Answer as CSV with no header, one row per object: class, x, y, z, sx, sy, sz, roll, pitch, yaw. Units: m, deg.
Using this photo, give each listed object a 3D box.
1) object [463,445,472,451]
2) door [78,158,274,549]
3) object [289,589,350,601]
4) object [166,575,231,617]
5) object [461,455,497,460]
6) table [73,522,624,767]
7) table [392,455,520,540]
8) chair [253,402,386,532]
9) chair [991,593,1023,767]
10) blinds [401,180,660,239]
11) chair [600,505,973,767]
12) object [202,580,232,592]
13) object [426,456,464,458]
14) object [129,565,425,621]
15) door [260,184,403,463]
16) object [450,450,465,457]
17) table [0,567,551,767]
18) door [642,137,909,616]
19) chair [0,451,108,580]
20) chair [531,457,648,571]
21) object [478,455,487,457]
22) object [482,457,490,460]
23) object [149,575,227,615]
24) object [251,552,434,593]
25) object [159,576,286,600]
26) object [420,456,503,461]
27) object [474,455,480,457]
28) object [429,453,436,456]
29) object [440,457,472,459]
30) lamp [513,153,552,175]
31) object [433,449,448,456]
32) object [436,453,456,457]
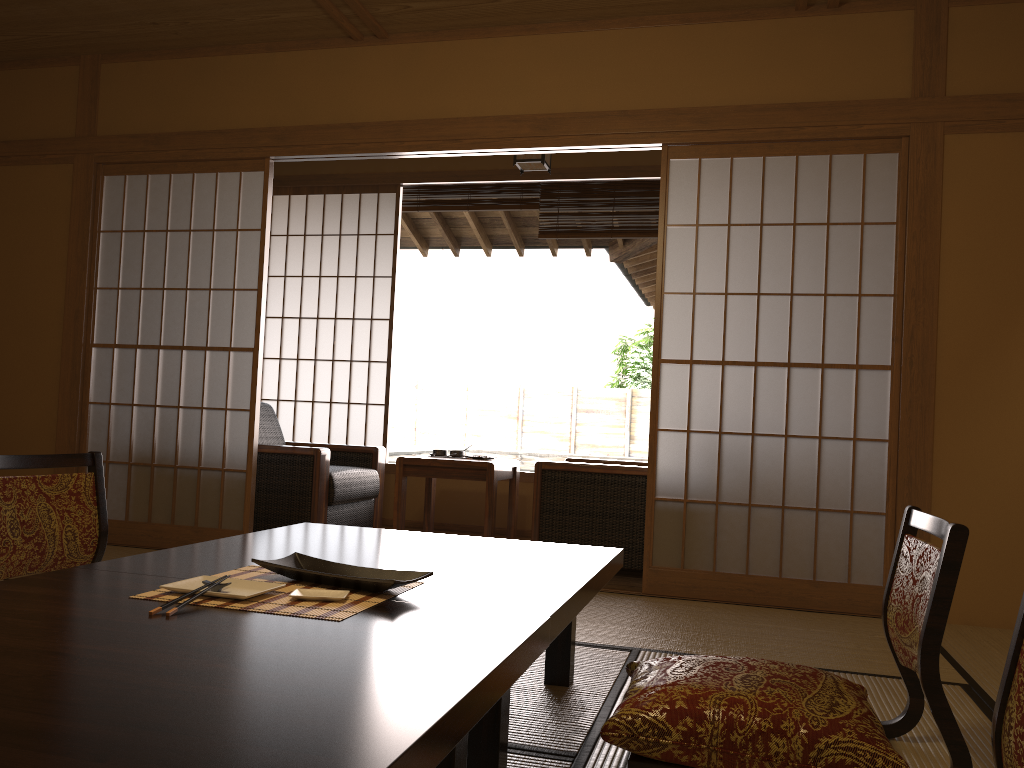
object,-0.281,0.370,4.965,0.117,0.068,0.038,4,-2,-20
door,-1.703,-0.152,4.442,0.992,1.933,0.040,2,-2,15
object,-0.347,0.383,1.598,0.099,0.012,0.067,3,-3,-2
object,-0.534,0.361,1.524,0.006,0.030,0.229,3,-3,6
object,-0.180,0.403,4.855,0.131,0.015,0.181,4,-3,-30
table,-0.298,0.597,2.150,0.994,0.356,0.995,2,-3,15
table,-0.293,0.657,4.855,0.540,0.500,0.540,2,-2,15
chair,-1.300,0.483,5.086,0.943,0.779,0.873,2,-2,15
chair,0.364,0.483,1.108,0.686,0.546,0.583,2,-2,19
blinds,0.186,-1.239,5.779,1.932,0.594,0.048,2,-2,15
chair,0.574,0.534,1.934,0.699,0.546,0.583,2,-2,14
object,-0.531,0.364,1.595,0.050,0.018,0.015,2,-2,12
object,-0.353,0.397,4.808,0.230,0.007,0.006,3,-2,4
object,-0.421,0.388,1.677,0.401,0.003,0.398,2,-3,15
door,-1.267,-0.423,6.062,0.992,1.872,0.040,2,-2,15
object,-0.306,0.391,4.955,0.084,0.037,0.084,3,-3,6
table,-0.547,0.537,1.187,0.994,0.356,0.995,2,-3,15
door,1.087,-0.052,3.711,0.992,1.933,0.040,2,-2,15
chair,-1.108,0.476,2.436,0.686,0.546,0.583,2,-2,19
chair,0.629,0.553,4.580,0.943,0.779,0.873,2,-2,15
object,-0.175,0.393,4.860,0.006,0.007,0.230,4,-3,-20
object,-0.142,0.398,4.743,0.050,0.018,0.015,3,-2,1
object,-0.552,0.361,1.524,0.006,0.030,0.229,2,-3,12
object,-0.336,0.375,1.742,0.349,0.039,0.129,1,-3,28
object,-0.522,0.371,1.606,0.180,0.014,0.130,2,-3,17
object,-0.280,0.407,4.862,0.401,0.003,0.300,2,-3,15
object,-0.195,0.391,4.846,0.006,0.007,0.230,3,-3,-11
object,-0.440,0.391,4.889,0.015,0.018,0.050,4,-3,-33
object,-0.326,0.397,4.785,0.230,0.007,0.006,2,-2,10
lamp,0.125,-1.489,4.787,0.330,0.681,0.330,2,-2,15
object,-0.403,0.387,4.978,0.084,0.037,0.084,0,-4,43
object,-0.369,0.388,4.854,0.130,0.026,0.038,3,-2,-1
